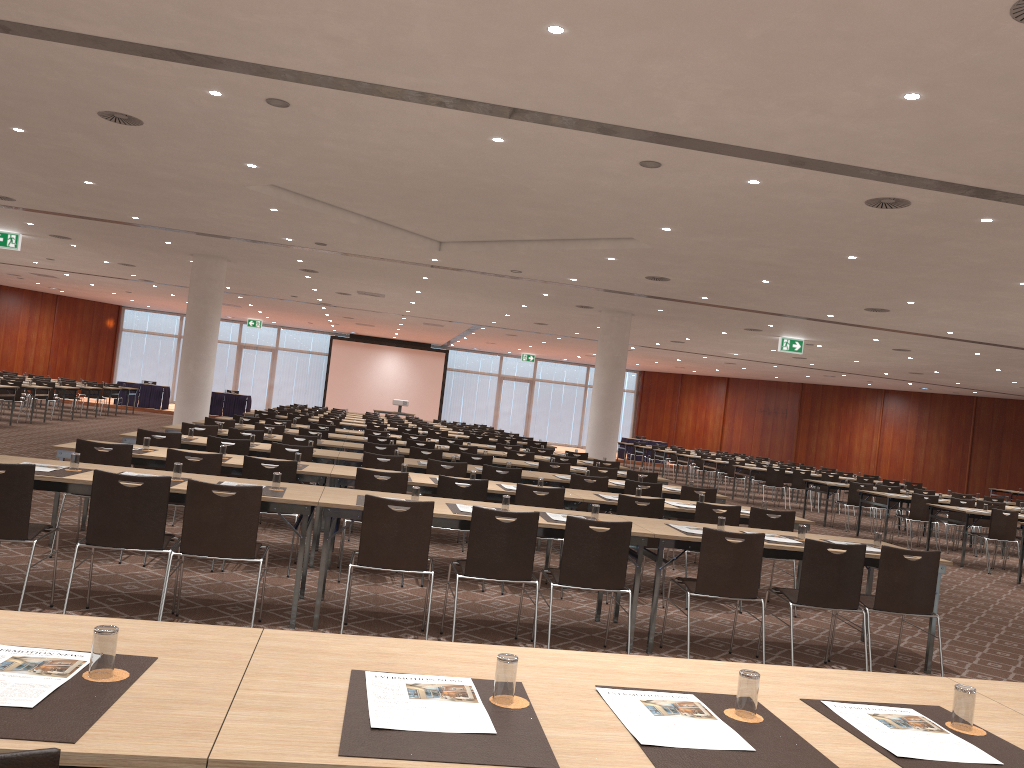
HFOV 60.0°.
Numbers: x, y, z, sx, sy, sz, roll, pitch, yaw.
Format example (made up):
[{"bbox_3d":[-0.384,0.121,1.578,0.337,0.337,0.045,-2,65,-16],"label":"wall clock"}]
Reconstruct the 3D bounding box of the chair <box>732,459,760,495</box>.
[{"bbox_3d":[6.512,2.542,24.516,0.536,0.939,0.614,7,-1,-11],"label":"chair"}]

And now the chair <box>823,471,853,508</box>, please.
[{"bbox_3d":[8.494,2.728,22.958,0.536,0.939,0.614,7,-1,-8],"label":"chair"}]

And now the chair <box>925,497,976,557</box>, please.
[{"bbox_3d":[7.493,2.392,15.057,0.536,0.939,0.614,7,-1,-9],"label":"chair"}]

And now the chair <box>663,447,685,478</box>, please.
[{"bbox_3d":[5.252,2.508,28.504,0.536,0.939,0.614,7,-1,-8],"label":"chair"}]

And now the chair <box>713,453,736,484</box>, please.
[{"bbox_3d":[6.921,2.706,28.720,0.536,0.939,0.613,7,-1,-11],"label":"chair"}]

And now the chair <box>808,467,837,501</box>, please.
[{"bbox_3d":[8.813,2.822,25.037,0.536,0.939,0.613,7,-1,-11],"label":"chair"}]

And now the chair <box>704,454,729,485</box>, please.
[{"bbox_3d":[6.183,2.562,26.571,0.536,0.939,0.614,7,-1,-12],"label":"chair"}]

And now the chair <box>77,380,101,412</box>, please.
[{"bbox_3d":[-13.066,0.368,27.451,0.536,0.939,0.614,7,-1,-7],"label":"chair"}]

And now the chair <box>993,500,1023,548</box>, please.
[{"bbox_3d":[9.988,2.748,17.495,0.536,0.939,0.614,7,-1,-8],"label":"chair"}]

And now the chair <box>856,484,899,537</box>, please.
[{"bbox_3d":[7.088,2.402,17.092,0.536,0.939,0.614,7,-1,-11],"label":"chair"}]

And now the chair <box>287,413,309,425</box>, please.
[{"bbox_3d":[-4.561,1.106,18.761,0.536,0.939,0.614,7,-1,-9],"label":"chair"}]

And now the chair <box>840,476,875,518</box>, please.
[{"bbox_3d":[8.184,2.634,20.880,0.536,0.939,0.614,7,-1,-9],"label":"chair"}]

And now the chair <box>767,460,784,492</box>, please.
[{"bbox_3d":[7.894,2.767,26.853,0.536,0.939,0.613,7,-1,-11],"label":"chair"}]

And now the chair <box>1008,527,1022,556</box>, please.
[{"bbox_3d":[9.063,2.581,15.316,0.536,0.939,0.613,7,-1,-12],"label":"chair"}]

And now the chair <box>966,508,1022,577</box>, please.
[{"bbox_3d":[7.093,2.290,13.039,0.536,0.939,0.614,7,-1,-8],"label":"chair"}]

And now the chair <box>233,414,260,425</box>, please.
[{"bbox_3d":[-4.575,1.005,15.169,0.536,0.939,0.614,7,-1,-10],"label":"chair"}]

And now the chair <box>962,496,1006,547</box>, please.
[{"bbox_3d":[9.333,2.671,17.462,0.536,0.939,0.614,7,-1,-9],"label":"chair"}]

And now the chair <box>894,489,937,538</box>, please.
[{"bbox_3d":[7.837,2.490,17.140,0.536,0.939,0.614,7,-1,-11],"label":"chair"}]

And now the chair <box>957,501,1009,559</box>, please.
[{"bbox_3d":[8.154,2.475,15.284,0.536,0.939,0.613,7,-1,-12],"label":"chair"}]

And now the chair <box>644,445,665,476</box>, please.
[{"bbox_3d":[4.592,2.427,28.336,0.536,0.939,0.614,7,-1,-7],"label":"chair"}]

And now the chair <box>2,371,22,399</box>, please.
[{"bbox_3d":[-15.320,0.097,27.079,0.536,0.939,0.614,7,-1,-11],"label":"chair"}]

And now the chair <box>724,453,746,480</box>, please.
[{"bbox_3d":[7.793,2.865,30.808,0.536,0.939,0.614,7,-1,-10],"label":"chair"}]

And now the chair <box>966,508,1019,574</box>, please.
[{"bbox_3d":[7.091,2.290,13.038,0.536,0.939,0.613,7,-1,-11],"label":"chair"}]

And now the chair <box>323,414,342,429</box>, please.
[{"bbox_3d":[-4.255,1.199,20.838,0.536,0.939,0.614,7,-1,-8],"label":"chair"}]

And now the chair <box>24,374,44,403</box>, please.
[{"bbox_3d":[-14.627,0.182,27.253,0.536,0.939,0.613,7,-1,-11],"label":"chair"}]

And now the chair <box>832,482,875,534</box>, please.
[{"bbox_3d":[6.564,2.338,16.931,0.536,0.939,0.614,7,-1,-10],"label":"chair"}]

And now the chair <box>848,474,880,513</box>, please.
[{"bbox_3d":[9.150,2.802,22.924,0.536,0.939,0.614,7,-1,-10],"label":"chair"}]

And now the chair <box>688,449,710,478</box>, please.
[{"bbox_3d":[6.493,2.709,30.594,0.536,0.939,0.613,7,-1,-12],"label":"chair"}]

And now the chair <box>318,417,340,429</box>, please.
[{"bbox_3d":[-3.909,1.182,18.791,0.536,0.939,0.614,7,-1,-9],"label":"chair"}]

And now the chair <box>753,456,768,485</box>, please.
[{"bbox_3d":[8.068,2.845,28.969,0.536,0.939,0.614,7,-1,-7],"label":"chair"}]

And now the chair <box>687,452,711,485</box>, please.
[{"bbox_3d":[5.612,2.491,26.394,0.536,0.939,0.614,7,-1,-8],"label":"chair"}]

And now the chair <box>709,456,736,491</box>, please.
[{"bbox_3d":[5.870,2.468,24.492,0.536,0.939,0.614,7,-1,-12],"label":"chair"}]

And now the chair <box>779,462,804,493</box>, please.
[{"bbox_3d":[8.517,2.839,26.873,0.536,0.939,0.614,7,-1,-8],"label":"chair"}]

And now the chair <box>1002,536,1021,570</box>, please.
[{"bbox_3d":[7.783,2.374,13.196,0.536,0.939,0.614,7,-1,-6],"label":"chair"}]

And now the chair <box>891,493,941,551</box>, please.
[{"bbox_3d":[6.890,2.322,15.032,0.536,0.939,0.614,7,-1,-8],"label":"chair"}]

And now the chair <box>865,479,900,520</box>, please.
[{"bbox_3d":[8.767,2.700,20.834,0.536,0.939,0.613,7,-1,-10],"label":"chair"}]

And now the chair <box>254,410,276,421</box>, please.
[{"bbox_3d":[-5.207,1.028,18.612,0.536,0.939,0.614,7,-1,-8],"label":"chair"}]

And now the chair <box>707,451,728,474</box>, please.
[{"bbox_3d":[7.184,2.794,30.790,0.536,0.939,0.613,7,-1,-12],"label":"chair"}]

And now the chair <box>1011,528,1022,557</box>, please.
[{"bbox_3d":[9.137,2.590,15.328,0.536,0.939,0.613,7,-1,-11],"label":"chair"}]

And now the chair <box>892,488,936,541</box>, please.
[{"bbox_3d":[7.819,2.488,17.138,0.536,0.939,0.614,7,-1,-9],"label":"chair"}]

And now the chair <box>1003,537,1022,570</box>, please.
[{"bbox_3d":[7.817,2.378,13.201,0.536,0.939,0.614,7,-1,-9],"label":"chair"}]

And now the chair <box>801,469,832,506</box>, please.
[{"bbox_3d":[7.836,2.645,22.707,0.536,0.939,0.614,7,-1,-10],"label":"chair"}]

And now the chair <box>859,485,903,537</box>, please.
[{"bbox_3d":[7.154,2.410,17.103,0.536,0.939,0.613,7,-1,-12],"label":"chair"}]

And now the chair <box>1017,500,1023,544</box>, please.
[{"bbox_3d":[10.051,2.755,17.506,0.536,0.939,0.613,7,-1,-12],"label":"chair"}]

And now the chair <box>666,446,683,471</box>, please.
[{"bbox_3d":[5.571,2.603,30.584,0.536,0.939,0.614,7,-1,-7],"label":"chair"}]

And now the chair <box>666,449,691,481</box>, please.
[{"bbox_3d":[5.008,2.422,26.437,0.536,0.939,0.614,7,-1,-10],"label":"chair"}]

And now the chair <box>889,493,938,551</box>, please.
[{"bbox_3d":[6.840,2.316,15.024,0.536,0.939,0.614,7,-1,-7],"label":"chair"}]

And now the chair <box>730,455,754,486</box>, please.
[{"bbox_3d":[7.495,2.773,28.732,0.536,0.939,0.614,7,-1,-10],"label":"chair"}]

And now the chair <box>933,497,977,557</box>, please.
[{"bbox_3d":[7.516,2.395,15.060,0.536,0.939,0.614,7,-1,-6],"label":"chair"}]

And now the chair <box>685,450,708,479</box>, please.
[{"bbox_3d":[5.985,2.592,28.483,0.536,0.939,0.614,7,-1,-11],"label":"chair"}]

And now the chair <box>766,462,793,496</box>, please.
[{"bbox_3d":[7.515,2.665,24.764,0.536,0.939,0.614,7,-1,-7],"label":"chair"}]

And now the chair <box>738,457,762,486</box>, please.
[{"bbox_3d":[7.240,2.690,26.805,0.536,0.939,0.614,7,-1,-8],"label":"chair"}]

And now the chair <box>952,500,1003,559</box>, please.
[{"bbox_3d":[8.053,2.463,15.267,0.536,0.939,0.614,7,-1,-7],"label":"chair"}]

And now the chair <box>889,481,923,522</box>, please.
[{"bbox_3d":[9.388,2.777,21.018,0.536,0.939,0.614,7,-1,-6],"label":"chair"}]

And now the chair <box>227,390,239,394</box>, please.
[{"bbox_3d":[-10.279,0.698,32.395,0.536,0.939,0.614,7,-1,-7],"label":"chair"}]

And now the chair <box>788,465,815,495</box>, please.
[{"bbox_3d":[8.139,2.737,24.784,0.536,0.939,0.614,7,-1,-7],"label":"chair"}]

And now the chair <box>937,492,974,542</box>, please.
[{"bbox_3d":[8.667,2.593,17.395,0.536,0.939,0.614,7,-1,-11],"label":"chair"}]

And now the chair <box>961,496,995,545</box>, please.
[{"bbox_3d":[9.331,2.671,17.462,0.536,0.939,0.613,7,-1,-11],"label":"chair"}]

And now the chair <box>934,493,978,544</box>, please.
[{"bbox_3d":[8.753,2.603,17.410,0.536,0.939,0.614,7,-1,-7],"label":"chair"}]
